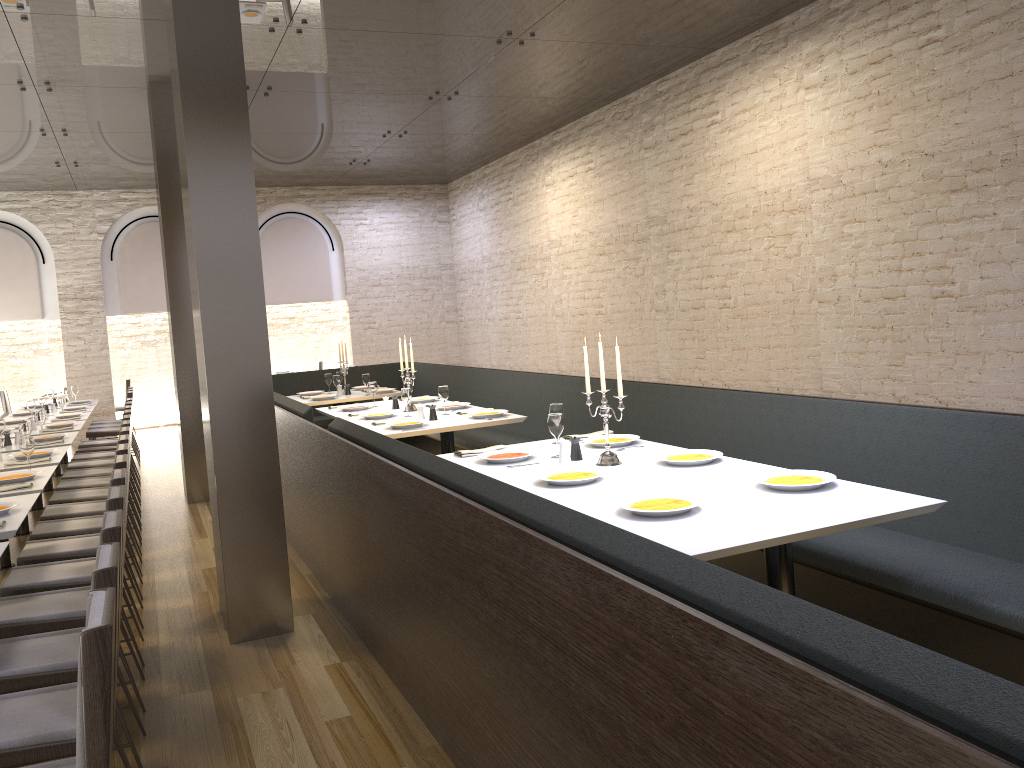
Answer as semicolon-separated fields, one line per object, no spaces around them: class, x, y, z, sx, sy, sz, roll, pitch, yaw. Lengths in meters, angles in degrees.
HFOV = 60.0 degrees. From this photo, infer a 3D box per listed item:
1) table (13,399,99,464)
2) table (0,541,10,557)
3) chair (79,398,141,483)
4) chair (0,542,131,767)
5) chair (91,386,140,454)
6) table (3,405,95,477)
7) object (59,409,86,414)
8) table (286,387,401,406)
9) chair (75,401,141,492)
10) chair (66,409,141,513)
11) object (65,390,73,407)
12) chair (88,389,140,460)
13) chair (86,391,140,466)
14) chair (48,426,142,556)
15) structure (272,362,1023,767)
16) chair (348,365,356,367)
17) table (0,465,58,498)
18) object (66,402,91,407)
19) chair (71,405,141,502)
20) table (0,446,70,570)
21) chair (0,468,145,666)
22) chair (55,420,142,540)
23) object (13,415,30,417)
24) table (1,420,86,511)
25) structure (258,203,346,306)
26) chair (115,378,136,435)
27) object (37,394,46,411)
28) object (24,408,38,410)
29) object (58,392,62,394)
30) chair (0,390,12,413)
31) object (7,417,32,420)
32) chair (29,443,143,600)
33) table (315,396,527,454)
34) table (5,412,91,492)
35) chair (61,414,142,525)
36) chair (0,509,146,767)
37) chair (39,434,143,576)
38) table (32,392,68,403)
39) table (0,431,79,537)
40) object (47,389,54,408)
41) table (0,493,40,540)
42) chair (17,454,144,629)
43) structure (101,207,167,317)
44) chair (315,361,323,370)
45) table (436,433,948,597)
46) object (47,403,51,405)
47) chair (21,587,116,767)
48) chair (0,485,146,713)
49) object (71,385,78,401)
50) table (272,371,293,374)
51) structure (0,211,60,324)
table;-5.880;0.660;11.551;0.937;0.758;1.011;-6;4;-23
table;-2.283;1.101;3.038;0.937;0.758;1.011;-6;4;-23
chair;-4.357;0.638;9.568;0.566;0.904;0.412;-6;3;-23
chair;-1.426;0.997;2.632;0.566;0.904;0.412;-6;3;-23
chair;-5.348;0.516;11.915;0.566;0.904;0.412;-6;3;-23
table;-5.436;0.715;10.501;0.937;0.758;1.011;-6;4;-23
object;-5.082;0.319;10.253;0.273;0.033;0.143;-6;5;-23
table;-1.849;0.493;9.871;1.102;0.758;1.189;-6;4;-23
chair;-4.140;0.664;9.055;0.566;0.904;0.412;-6;3;-23
chair;-3.689;0.720;7.987;0.566;0.904;0.412;-6;3;-23
object;-5.399;0.190;10.804;0.086;0.230;0.086;-4;3;7
chair;-5.123;0.544;11.383;0.566;0.904;0.412;-6;3;-23
chair;-4.905;0.571;10.866;0.566;0.904;0.412;-6;3;-23
chair;-3.021;0.801;6.406;0.566;0.904;0.412;-6;3;-23
structure;-0.232;0.568;6.068;2.375;0.999;10.757;-6;5;-23
chair;-2.555;0.199;13.141;0.566;0.904;0.412;-6;3;-23
table;-3.211;0.987;5.234;0.937;0.758;1.011;-6;4;-23
object;-5.526;0.264;11.303;0.273;0.033;0.143;-6;5;-23
chair;-3.910;0.692;8.511;0.566;0.904;0.412;-6;3;-23
table;-3.663;0.932;6.306;0.937;0.758;1.011;-6;4;-23
chair;-2.118;0.912;4.269;0.566;0.904;0.412;-6;3;-23
chair;-3.239;0.775;6.923;0.566;0.904;0.412;-6;3;-23
object;-5.647;0.369;10.208;0.185;0.010;0.017;-6;5;-23
table;-4.571;0.821;8.454;0.937;0.758;1.011;-6;4;-23
structure;-3.650;-2.180;14.816;1.636;1.672;0.098;-6;3;-23
chair;-6.463;0.392;14.414;0.566;0.904;0.412;-6;3;-23
object;-5.456;0.238;10.288;0.086;0.230;0.086;-4;3;7
object;-6.091;0.315;11.258;0.185;0.010;0.017;-6;5;-23
object;-7.455;0.154;14.369;0.273;0.033;0.143;-6;5;-23
chair;-7.667;0.527;13.907;0.566;0.904;0.412;-6;3;-23
object;-5.402;0.391;9.684;0.273;0.033;0.143;-6;5;-23
chair;-2.570;0.857;5.338;0.566;0.904;0.412;-6;3;-23
table;-0.854;0.615;7.516;1.102;0.758;2.541;-6;5;-23
table;-5.007;0.767;9.485;0.937;0.758;1.011;-6;4;-23
chair;-3.459;0.748;7.442;0.566;0.904;0.412;-6;3;-23
chair;-1.658;0.968;3.180;0.566;0.904;0.412;-6;3;-23
chair;-2.790;0.830;5.859;0.566;0.904;0.412;-6;3;-23
table;-7.059;0.531;14.170;0.937;0.758;1.011;-6;4;-23
table;-4.116;0.876;7.376;0.937;0.758;1.011;-6;4;-23
object;-5.895;0.184;11.327;0.086;0.230;0.086;-4;3;7
table;-2.770;1.041;4.190;0.937;0.758;1.011;-6;4;-23
chair;-2.349;0.884;4.816;0.566;0.904;0.412;-6;3;-23
structure;-5.596;-1.962;13.996;1.636;1.672;0.098;-6;3;-23
chair;-3.603;0.071;15.620;0.566;0.904;0.412;-6;3;-23
table;0.580;0.790;4.122;1.102;0.758;2.541;-6;5;-23
object;-6.275;0.284;11.751;0.273;0.033;0.143;-6;5;-23
chair;-1.206;1.024;2.111;0.566;0.904;0.412;-6;3;-23
chair;-1.898;0.939;3.748;0.566;0.904;0.412;-6;3;-23
object;-5.838;0.136;11.843;0.086;0.230;0.086;-4;3;7
table;-4.212;0.211;15.370;0.937;0.758;1.011;-6;4;-23
structure;-7.671;-1.730;13.121;1.636;1.672;0.098;-6;3;-23
